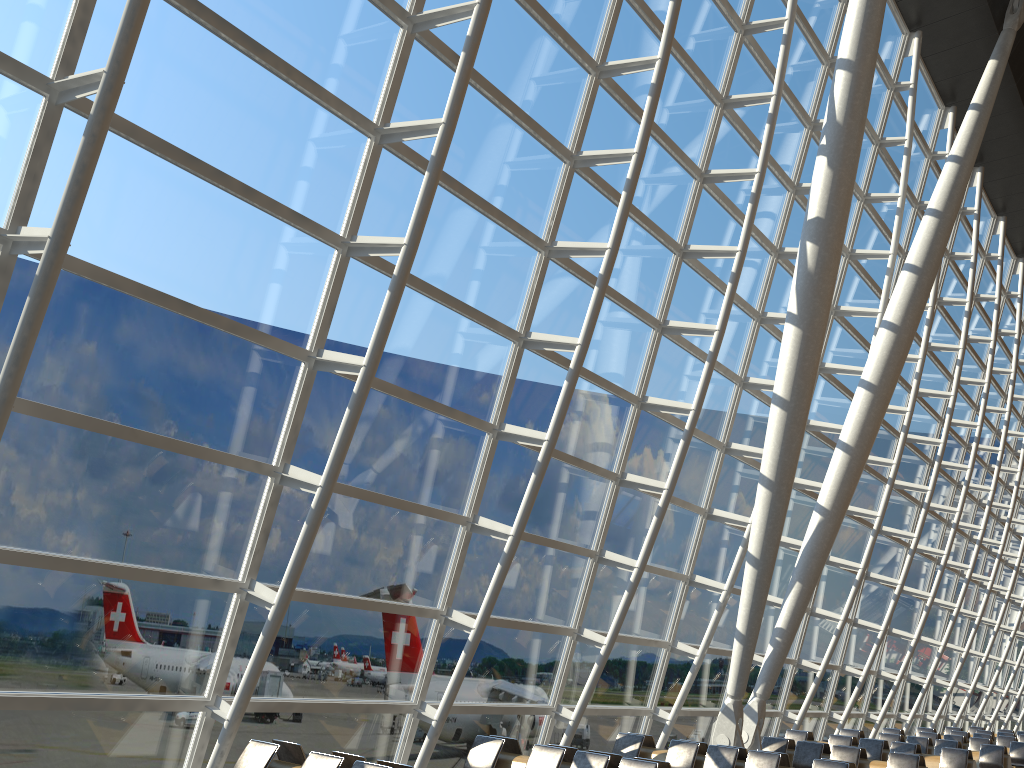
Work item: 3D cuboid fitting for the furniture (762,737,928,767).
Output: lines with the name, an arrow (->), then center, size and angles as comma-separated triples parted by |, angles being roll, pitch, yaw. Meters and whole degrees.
furniture -> 4.587, 5.910, 13.441 | 3.272, 0.849, 1.691 | -9, -21, 38

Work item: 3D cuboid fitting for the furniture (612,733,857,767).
furniture -> 2.722, 5.042, 11.174 | 3.272, 0.849, 1.691 | -9, -21, 38

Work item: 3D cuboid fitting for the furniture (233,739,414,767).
furniture -> -1.006, 3.307, 6.640 | 3.272, 0.849, 1.691 | -9, -21, 38

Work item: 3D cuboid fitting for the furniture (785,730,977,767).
furniture -> 6.451, 6.777, 15.707 | 3.272, 0.849, 1.691 | -9, -21, 38

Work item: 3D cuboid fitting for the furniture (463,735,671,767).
furniture -> 0.858, 4.175, 8.907 | 3.272, 0.849, 1.691 | -9, -21, 38

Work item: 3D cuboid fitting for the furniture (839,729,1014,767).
furniture -> 8.315, 7.645, 17.974 | 3.272, 0.849, 1.691 | -9, -21, 38

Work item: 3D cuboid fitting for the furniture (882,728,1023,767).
furniture -> 10.180, 8.512, 20.241 | 3.272, 0.849, 1.691 | -9, -21, 38

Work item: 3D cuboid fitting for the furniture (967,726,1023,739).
furniture -> 15.773, 11.115, 27.041 | 3.272, 0.849, 1.691 | -9, -21, 38

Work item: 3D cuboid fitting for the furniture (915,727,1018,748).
furniture -> 12.044, 9.380, 22.508 | 3.272, 0.849, 1.691 | -9, -21, 38

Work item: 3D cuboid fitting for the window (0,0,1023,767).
window -> 40.380, 16.410, 58.892 | 3.737, 13.739, 169.343 | -5, -20, 38

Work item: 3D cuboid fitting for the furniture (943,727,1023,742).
furniture -> 13.908, 10.247, 24.774 | 3.272, 0.849, 1.691 | -9, -21, 38
